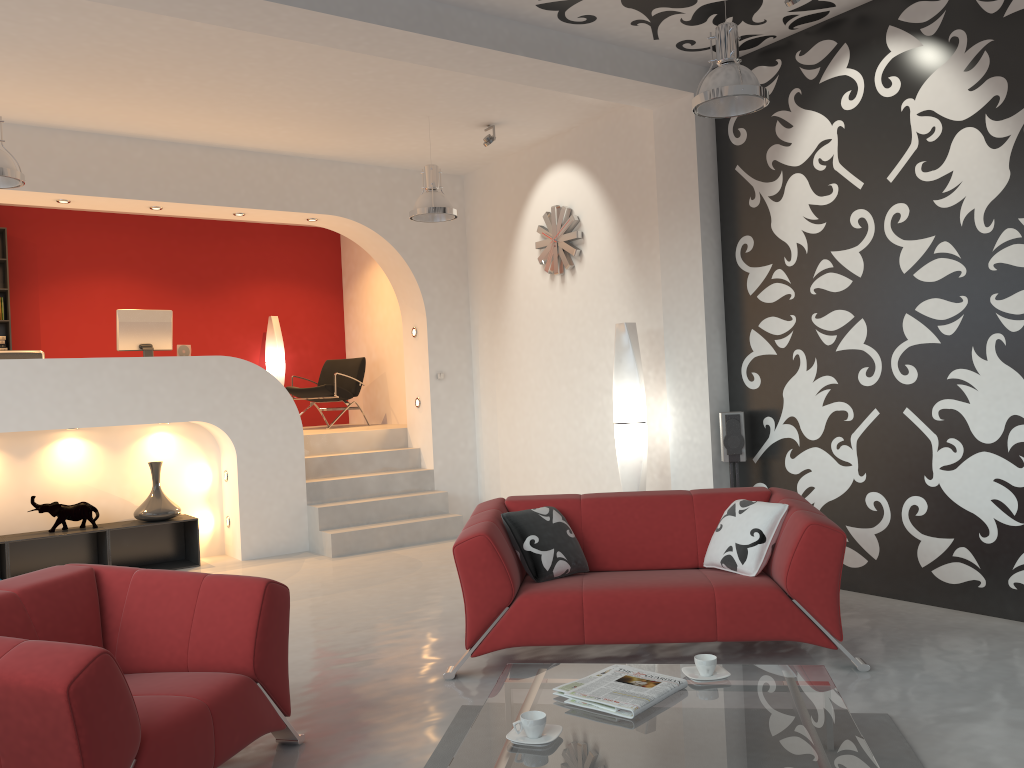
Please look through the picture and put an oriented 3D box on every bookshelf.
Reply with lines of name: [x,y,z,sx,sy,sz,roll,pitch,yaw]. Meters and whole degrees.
bookshelf: [-5.462,-0.452,8.824,0.816,2.213,0.305,-3,0,-35]
bookshelf: [-3.832,1.365,6.710,2.764,0.397,0.405,-3,0,-35]

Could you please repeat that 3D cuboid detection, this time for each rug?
rug: [0.474,1.325,2.753,1.700,0.025,1.700,-3,0,10]

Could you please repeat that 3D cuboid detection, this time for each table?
table: [0.464,1.180,2.742,1.162,0.286,1.097,-3,0,10]

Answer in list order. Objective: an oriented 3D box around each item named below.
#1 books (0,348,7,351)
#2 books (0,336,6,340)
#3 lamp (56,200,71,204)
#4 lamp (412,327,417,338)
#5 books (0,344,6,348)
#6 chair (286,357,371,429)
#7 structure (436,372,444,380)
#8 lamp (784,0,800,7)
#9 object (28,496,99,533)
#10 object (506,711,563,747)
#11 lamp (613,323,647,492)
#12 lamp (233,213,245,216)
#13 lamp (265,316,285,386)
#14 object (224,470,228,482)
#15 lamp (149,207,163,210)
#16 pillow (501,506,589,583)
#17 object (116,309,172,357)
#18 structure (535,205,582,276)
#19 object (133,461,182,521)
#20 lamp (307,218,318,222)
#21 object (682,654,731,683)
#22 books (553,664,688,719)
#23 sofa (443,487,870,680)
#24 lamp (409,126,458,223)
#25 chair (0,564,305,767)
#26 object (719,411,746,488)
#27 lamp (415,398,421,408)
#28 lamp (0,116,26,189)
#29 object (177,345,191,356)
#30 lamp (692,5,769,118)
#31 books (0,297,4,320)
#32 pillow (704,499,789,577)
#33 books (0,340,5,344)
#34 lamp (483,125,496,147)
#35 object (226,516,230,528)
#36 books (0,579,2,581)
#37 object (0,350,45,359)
books: [-5.266,-0.337,8.980,0.260,0.040,0.200,-3,0,-33]
books: [-5.275,-0.457,8.963,0.260,0.040,0.200,-3,0,-35]
lamp: [-3.556,-1.445,7.031,0.105,0.011,0.105,-3,-1,44]
lamp: [-0.969,-0.512,8.794,0.011,0.105,0.105,-3,0,-35]
books: [-5.281,-0.377,8.967,0.260,0.040,0.200,-3,0,-35]
chair: [-2.115,0.103,10.125,0.664,0.795,0.768,-3,0,30]
structure: [-0.697,-0.077,8.651,0.080,0.080,0.016,-3,0,-35]
lamp: [1.528,-2.124,4.786,0.112,0.176,0.118,-3,0,7]
object: [-3.523,1.005,6.970,0.507,0.296,0.191,-3,0,-19]
object: [0.066,1.021,2.640,0.153,0.069,0.153,-3,0,22]
lamp: [0.874,0.444,6.477,0.313,1.779,0.313,-3,0,-27]
lamp: [-2.408,-1.496,7.832,0.105,0.011,0.105,-3,-1,44]
lamp: [-2.821,-0.135,10.598,0.237,1.349,0.237,-3,0,-27]
object: [-2.504,0.805,7.754,0.011,0.105,0.105,-3,0,-35]
lamp: [-2.982,-1.470,7.432,0.105,0.011,0.105,-3,-1,44]
pillow: [0.171,0.809,4.521,0.402,0.343,0.288,-2,-1,-42]
object: [-3.201,-0.418,7.731,0.458,0.452,0.230,-3,0,-35]
structure: [0.385,-1.233,7.613,0.090,0.596,0.596,-3,0,-35]
object: [-2.944,0.887,7.348,0.369,0.481,0.369,-3,0,20]
lamp: [-1.850,-1.520,8.221,0.105,0.011,0.105,-3,-1,44]
object: [0.680,0.994,3.114,0.153,0.069,0.153,-3,0,-8]
books: [0.369,1.026,2.978,0.367,0.035,0.345,-2,-1,-45]
sofa: [0.659,0.963,4.470,1.929,0.738,0.951,-3,0,5]
lamp: [-0.631,-1.698,6.936,0.379,0.800,0.379,-3,0,26]
chair: [-1.410,1.053,2.962,0.951,0.738,1.288,-3,0,15]
object: [1.498,0.744,5.945,0.214,1.112,0.229,-3,0,10]
lamp: [-0.935,0.186,8.790,0.011,0.105,0.105,-3,0,-35]
lamp: [-3.097,-1.590,5.215,0.379,0.800,0.379,-3,0,26]
object: [-2.953,-0.276,7.959,0.151,0.147,0.133,-3,0,39]
lamp: [1.082,-1.797,4.475,0.379,0.800,0.379,-2,-1,-42]
books: [-5.267,-0.754,9.025,0.146,0.240,0.170,-3,0,-35]
pillow: [1.163,0.761,4.426,0.288,0.343,0.402,-3,0,-27]
books: [-5.286,-0.417,8.964,0.260,0.040,0.200,-3,0,-35]
lamp: [-0.185,-2.025,7.247,0.112,0.176,0.118,-3,0,7]
object: [-2.484,1.205,7.751,0.011,0.105,0.105,-3,0,-35]
books: [-3.926,1.472,6.613,0.190,0.015,0.135,-2,0,-40]
object: [-4.052,-0.155,7.226,0.397,0.217,0.458,-3,0,-35]
